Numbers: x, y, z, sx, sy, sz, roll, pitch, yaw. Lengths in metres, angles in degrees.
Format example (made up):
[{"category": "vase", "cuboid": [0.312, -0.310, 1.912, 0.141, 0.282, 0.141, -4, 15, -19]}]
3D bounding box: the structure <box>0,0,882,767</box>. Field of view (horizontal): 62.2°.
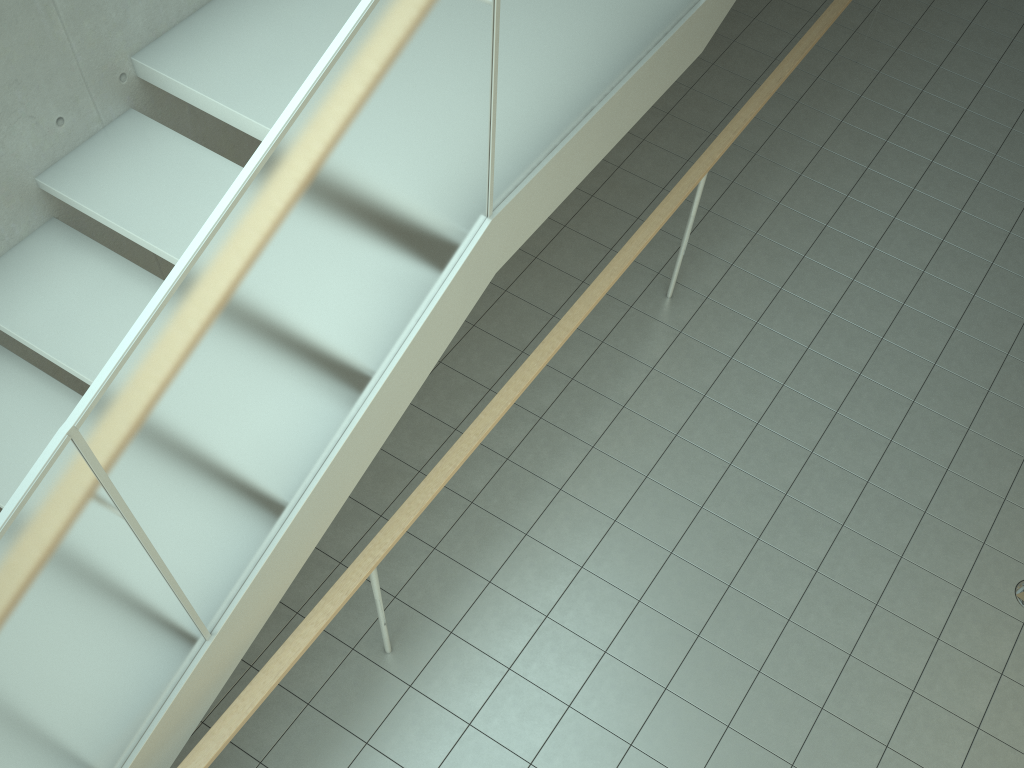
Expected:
[{"category": "structure", "cuboid": [0.020, -1.928, 3.233, 1.817, 4.840, 11.497, 32, 64, 18]}]
